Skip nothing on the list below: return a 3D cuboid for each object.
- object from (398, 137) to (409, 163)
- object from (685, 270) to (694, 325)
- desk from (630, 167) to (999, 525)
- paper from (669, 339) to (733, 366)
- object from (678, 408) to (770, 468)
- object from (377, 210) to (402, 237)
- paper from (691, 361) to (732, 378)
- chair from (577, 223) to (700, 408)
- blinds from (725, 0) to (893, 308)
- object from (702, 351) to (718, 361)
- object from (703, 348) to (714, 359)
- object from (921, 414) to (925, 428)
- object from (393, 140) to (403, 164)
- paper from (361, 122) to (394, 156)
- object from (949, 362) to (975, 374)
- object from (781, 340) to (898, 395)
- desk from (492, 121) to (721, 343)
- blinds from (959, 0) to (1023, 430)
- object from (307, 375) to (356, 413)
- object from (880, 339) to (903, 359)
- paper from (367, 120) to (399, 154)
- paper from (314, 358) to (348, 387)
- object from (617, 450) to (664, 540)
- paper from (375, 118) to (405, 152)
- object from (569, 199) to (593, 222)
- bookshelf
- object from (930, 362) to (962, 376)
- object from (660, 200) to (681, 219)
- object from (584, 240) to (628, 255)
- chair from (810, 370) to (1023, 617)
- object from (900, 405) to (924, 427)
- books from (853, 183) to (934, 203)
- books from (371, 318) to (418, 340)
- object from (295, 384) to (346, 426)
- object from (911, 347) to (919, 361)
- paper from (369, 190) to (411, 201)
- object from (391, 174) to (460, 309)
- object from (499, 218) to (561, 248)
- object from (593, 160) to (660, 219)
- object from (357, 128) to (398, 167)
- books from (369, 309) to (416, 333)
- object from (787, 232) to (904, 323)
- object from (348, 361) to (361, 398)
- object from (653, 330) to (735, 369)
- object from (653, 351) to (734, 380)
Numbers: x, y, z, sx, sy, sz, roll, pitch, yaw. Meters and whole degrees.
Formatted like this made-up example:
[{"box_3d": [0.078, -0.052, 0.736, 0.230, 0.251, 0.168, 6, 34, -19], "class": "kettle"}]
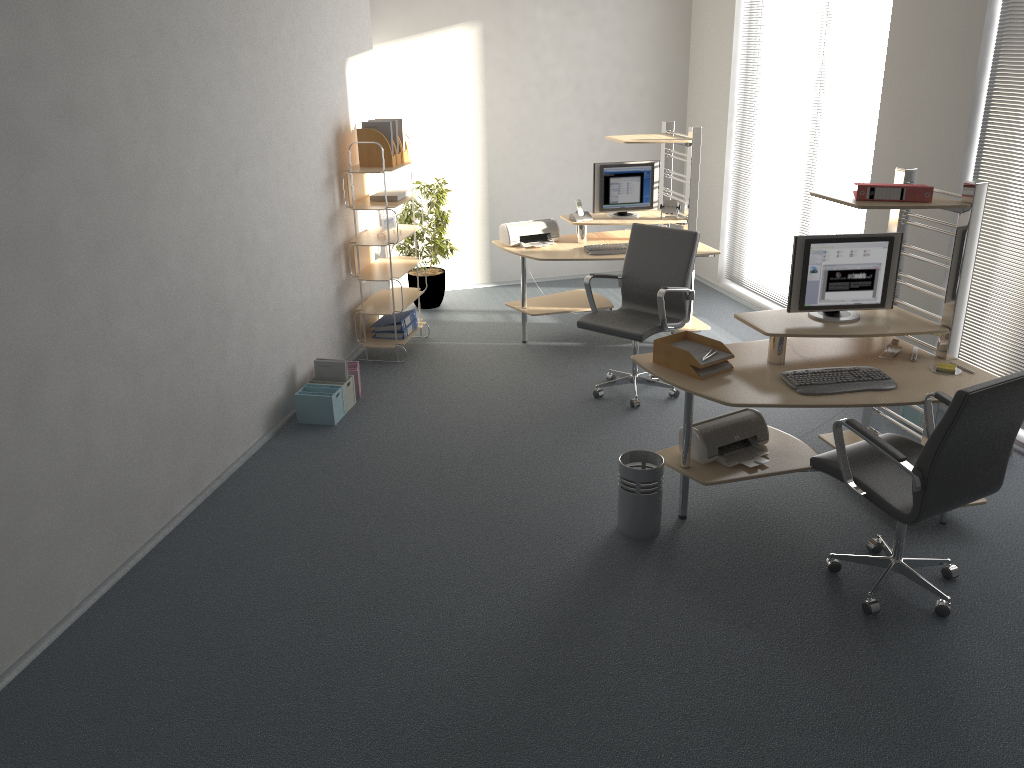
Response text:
[{"box_3d": [-0.885, -1.742, 6.411, 0.243, 0.259, 0.113, 5, 22, 15], "class": "object"}, {"box_3d": [1.211, -0.712, 6.839, 0.199, 0.422, 0.471, -7, 22, -14], "class": "object"}, {"box_3d": [1.412, -0.106, 4.112, 1.469, 1.566, 0.967, -7, 22, -14], "class": "desk"}, {"box_3d": [0.861, -0.151, 4.204, 0.210, 0.010, 0.297, -16, 26, -33], "class": "paper"}, {"box_3d": [1.088, 0.269, 4.322, 0.438, 0.162, 0.351, -13, 25, -28], "class": "object"}, {"box_3d": [-0.894, -1.164, 6.433, 0.077, 0.161, 0.192, 11, 25, 29], "class": "object"}, {"box_3d": [0.862, -0.103, 4.223, 0.210, 0.019, 0.297, -16, 26, -33], "class": "paper"}, {"box_3d": [0.803, -0.435, 5.685, 0.584, 1.048, 0.652, 16, 28, 37], "class": "chair"}, {"box_3d": [2.197, -1.913, 6.760, 0.037, 2.749, 1.950, -7, 22, -14], "class": "blinds"}, {"box_3d": [0.920, -0.130, 4.124, 0.008, 0.009, 0.159, 15, 27, 36], "class": "object"}, {"box_3d": [0.918, -0.141, 4.151, 0.008, 0.009, 0.159, 11, 25, 28], "class": "object"}, {"box_3d": [2.537, 0.212, 5.125, 0.245, 0.202, 0.185, -7, 22, -14], "class": "object"}, {"box_3d": [-0.916, -1.697, 6.299, 0.243, 0.259, 0.113, 4, 22, 12], "class": "object"}, {"box_3d": [-0.938, -1.678, 6.197, 0.213, 0.297, 0.045, 3, 22, 10], "class": "paper"}, {"box_3d": [2.087, -0.078, 4.123, 0.011, 0.011, 0.158, -8, 23, -17], "class": "object"}, {"box_3d": [1.433, -0.096, 4.253, 0.478, 0.082, 0.814, -4, 22, -7], "class": "object"}, {"box_3d": [0.674, -1.081, 6.625, 1.469, 1.566, 0.967, -7, 22, -14], "class": "desk"}, {"box_3d": [2.938, -0.935, 4.242, 0.022, 2.770, 1.950, -7, 22, -14], "class": "blinds"}, {"box_3d": [-1.158, 0.064, 5.708, 0.245, 0.202, 0.185, 3, 22, 11], "class": "object"}, {"box_3d": [1.847, -0.176, 4.313, 0.054, 0.064, 0.159, 17, 28, 39], "class": "object"}, {"box_3d": [-0.914, -1.723, 6.310, 0.213, 0.297, 0.045, 4, 22, 12], "class": "paper"}, {"box_3d": [-1.156, -0.007, 5.696, 0.220, 0.306, 0.068, 3, 22, 11], "class": "paper"}, {"box_3d": [0.607, 0.526, 4.196, 0.208, 0.377, 0.208, 10, 24, 27], "class": "object"}, {"box_3d": [-0.881, -1.767, 6.422, 0.213, 0.297, 0.045, 5, 22, 15], "class": "paper"}, {"box_3d": [0.522, -1.328, 6.758, 0.150, 0.151, 0.119, -13, 24, -27], "class": "object"}, {"box_3d": [-0.911, -1.000, 6.512, 0.381, 1.572, 0.724, 3, 22, 12], "class": "bookshelf"}, {"box_3d": [2.008, -0.075, 4.098, 0.132, 0.026, 0.132, -7, 22, -14], "class": "object"}, {"box_3d": [1.205, -1.328, 6.739, 0.154, 0.135, 0.093, 7, 23, 20], "class": "object"}, {"box_3d": [0.736, -1.069, 6.760, 0.478, 0.082, 0.814, -4, 22, -7], "class": "object"}, {"box_3d": [1.626, 0.372, 3.595, 0.584, 1.048, 0.652, -13, 24, -26], "class": "chair"}, {"box_3d": [2.488, 0.147, 5.292, 0.245, 0.202, 0.185, -7, 22, -14], "class": "object"}, {"box_3d": [1.776, -0.911, 4.145, 0.320, 0.072, 0.262, 5, 22, 16], "class": "books"}, {"box_3d": [-0.887, -0.427, 6.721, 0.262, 0.072, 0.320, 4, 22, 12], "class": "books"}, {"box_3d": [-1.194, 0.131, 5.539, 0.245, 0.202, 0.185, 3, 22, 11], "class": "object"}, {"box_3d": [1.938, -0.148, 4.267, 0.022, 0.042, 0.134, 9, 24, 25], "class": "object"}, {"box_3d": [-0.885, -1.375, 6.461, 0.213, 0.046, 0.297, 3, 22, 11], "class": "paper"}, {"box_3d": [-0.725, -1.219, 7.648, 0.544, 1.147, 0.644, 4, 22, 13], "class": "object"}, {"box_3d": [0.168, -1.141, 6.721, 0.438, 0.162, 0.351, -10, 23, -21], "class": "object"}, {"box_3d": [0.870, -1.503, 6.818, 0.516, 0.418, 0.245, -1, 22, 0], "class": "object"}, {"box_3d": [-0.940, -1.652, 6.186, 0.243, 0.259, 0.113, 3, 22, 10], "class": "object"}, {"box_3d": [-0.898, -0.479, 6.703, 0.263, 0.100, 0.320, 4, 22, 12], "class": "books"}, {"box_3d": [1.604, -0.536, 4.326, 0.516, 0.418, 0.245, 1, 22, 7], "class": "object"}, {"box_3d": [-1.141, -0.020, 5.919, 0.245, 0.202, 0.185, -4, 22, -6], "class": "object"}, {"box_3d": [0.860, -0.167, 4.199, 0.225, 0.060, 0.309, -16, 26, -33], "class": "object"}, {"box_3d": [0.861, -0.115, 4.220, 0.225, 0.060, 0.309, -16, 26, -33], "class": "object"}]
